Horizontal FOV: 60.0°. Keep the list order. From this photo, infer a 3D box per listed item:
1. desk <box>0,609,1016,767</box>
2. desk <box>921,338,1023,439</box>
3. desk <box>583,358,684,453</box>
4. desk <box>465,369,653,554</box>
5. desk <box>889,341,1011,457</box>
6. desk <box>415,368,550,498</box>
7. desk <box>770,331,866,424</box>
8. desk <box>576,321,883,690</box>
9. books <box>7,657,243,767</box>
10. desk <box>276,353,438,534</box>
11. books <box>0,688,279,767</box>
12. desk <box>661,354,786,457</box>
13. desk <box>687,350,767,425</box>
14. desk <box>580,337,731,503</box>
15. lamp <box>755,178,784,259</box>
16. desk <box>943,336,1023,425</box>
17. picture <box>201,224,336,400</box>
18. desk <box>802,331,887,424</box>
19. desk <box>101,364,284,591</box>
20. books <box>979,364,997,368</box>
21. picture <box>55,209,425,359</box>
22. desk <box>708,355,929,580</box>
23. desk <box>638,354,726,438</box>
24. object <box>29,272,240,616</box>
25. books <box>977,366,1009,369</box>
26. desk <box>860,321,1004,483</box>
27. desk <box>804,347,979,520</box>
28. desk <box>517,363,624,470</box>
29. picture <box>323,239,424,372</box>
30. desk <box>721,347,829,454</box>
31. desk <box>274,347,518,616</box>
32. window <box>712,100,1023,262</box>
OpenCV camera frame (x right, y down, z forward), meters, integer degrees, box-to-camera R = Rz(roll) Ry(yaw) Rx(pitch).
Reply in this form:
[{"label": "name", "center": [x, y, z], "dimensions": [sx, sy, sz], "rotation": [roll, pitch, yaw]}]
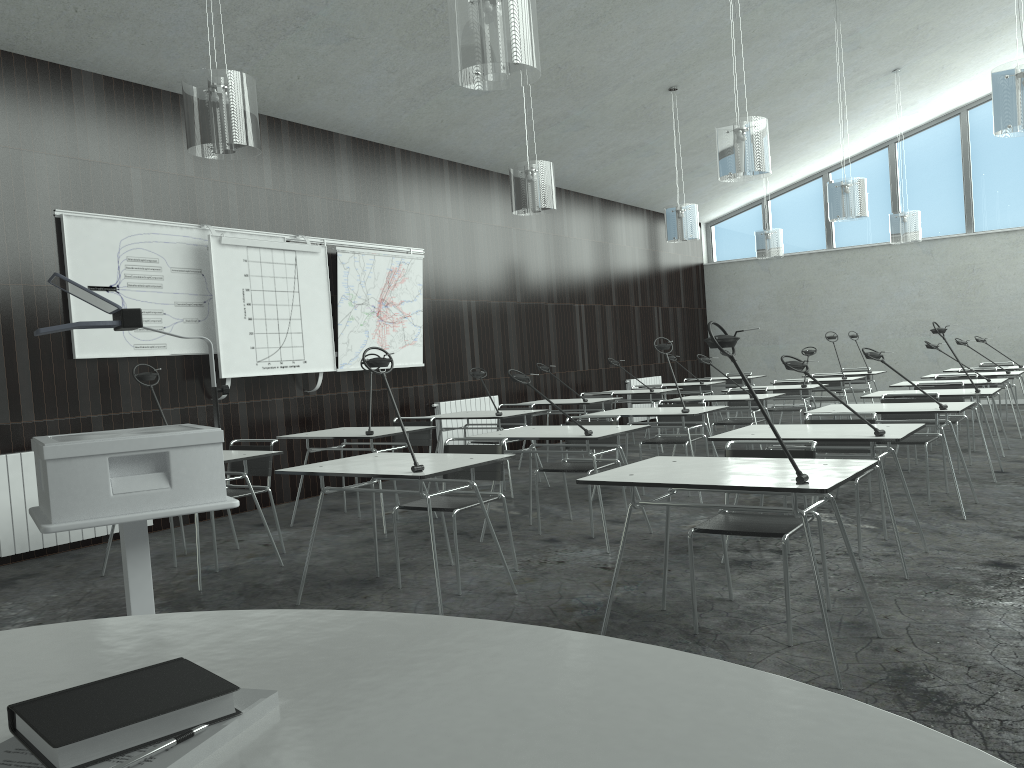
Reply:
[{"label": "desk", "center": [-0.225, 0.808, 0.878], "dimensions": [1.600, 0.818, 0.910], "rotation": [-3, 2, 29]}, {"label": "desk", "center": [4.841, 0.028, 9.302], "dimensions": [0.900, 1.153, 0.700], "rotation": [-2, 2, 34]}, {"label": "desk", "center": [1.359, 0.235, 9.879], "dimensions": [0.900, 1.153, 0.700], "rotation": [-2, 2, 34]}, {"label": "desk", "center": [0.290, 0.457, 5.335], "dimensions": [0.900, 1.153, 0.700], "rotation": [-2, 2, 34]}, {"label": "desk", "center": [3.998, 0.123, 8.101], "dimensions": [0.900, 1.153, 0.700], "rotation": [-2, 2, 34]}, {"label": "desk", "center": [-0.239, 0.421, 7.445], "dimensions": [0.900, 1.153, 0.700], "rotation": [-2, 2, 34]}, {"label": "desk", "center": [3.515, 0.001, 10.164], "dimensions": [0.900, 1.321, 0.700], "rotation": [-2, 2, 34]}, {"label": "desk", "center": [0.797, 0.409, 3.260], "dimensions": [0.900, 1.321, 0.700], "rotation": [-2, 2, 35]}, {"label": "books", "center": [-0.401, 0.374, 0.920], "dimensions": [0.183, 0.032, 0.164], "rotation": [-6, 3, -43]}, {"label": "desk", "center": [-1.092, 0.432, 6.264], "dimensions": [0.900, 1.321, 0.700], "rotation": [-3, 2, 32]}, {"label": "books", "center": [-0.403, 0.401, 0.875], "dimensions": [0.210, 0.021, 0.297], "rotation": [-3, 2, 17]}, {"label": "desk", "center": [1.862, 0.273, 7.782], "dimensions": [0.900, 1.153, 0.700], "rotation": [-2, 2, 34]}, {"label": "desk", "center": [2.985, 0.049, 12.289], "dimensions": [0.900, 1.153, 0.700], "rotation": [-2, 2, 34]}, {"label": "desk", "center": [1.067, 0.280, 6.588], "dimensions": [0.900, 1.321, 0.700], "rotation": [-2, 2, 34]}, {"label": "lamp", "center": [3.394, -2.757, 11.830], "dimensions": [0.350, 1.761, 0.359], "rotation": [-2, 2, 34]}, {"label": "desk", "center": [5.652, -0.065, 10.496], "dimensions": [0.900, 1.153, 0.700], "rotation": [-2, 2, 34]}, {"label": "picture", "center": [-1.962, -0.647, 7.170], "dimensions": [0.254, 1.508, 1.191], "rotation": [-2, 2, 34]}, {"label": "desk", "center": [4.279, -0.090, 11.404], "dimensions": [0.900, 1.321, 0.700], "rotation": [-2, 2, 34]}, {"label": "desk", "center": [-1.862, 0.524, 5.023], "dimensions": [0.900, 1.321, 0.700], "rotation": [-2, 2, 33]}, {"label": "books", "center": [5.555, -0.233, 10.359], "dimensions": [0.183, 0.032, 0.164], "rotation": [-3, 2, 27]}, {"label": "picture", "center": [-1.910, -0.855, 7.453], "dimensions": [0.050, 1.102, 3.818], "rotation": [-2, 2, 34]}, {"label": "desk", "center": [1.546, 0.404, 4.469], "dimensions": [0.900, 1.153, 0.700], "rotation": [-2, 2, 34]}, {"label": "desk", "center": [2.139, 0.144, 11.078], "dimensions": [0.900, 1.153, 0.700], "rotation": [-3, 2, 32]}, {"label": "object", "center": [-1.331, 0.392, 3.167], "dimensions": [0.680, 1.639, 0.559], "rotation": [-5, 2, -32]}, {"label": "books", "center": [5.601, -0.211, 10.372], "dimensions": [0.297, 0.021, 0.210], "rotation": [-4, 2, -3]}, {"label": "desk", "center": [3.239, 0.130, 6.848], "dimensions": [0.900, 1.321, 0.700], "rotation": [-2, 2, 34]}, {"label": "desk", "center": [2.421, 0.307, 5.664], "dimensions": [0.900, 1.153, 0.700], "rotation": [-2, 2, 34]}, {"label": "desk", "center": [0.543, 0.329, 8.680], "dimensions": [0.900, 1.153, 0.700], "rotation": [-2, 2, 33]}, {"label": "picture", "center": [-1.234, -0.793, 8.333], "dimensions": [0.163, 1.342, 1.211], "rotation": [-2, 2, 34]}, {"label": "desk", "center": [2.671, 0.180, 8.970], "dimensions": [0.900, 1.153, 0.700], "rotation": [-3, 2, 32]}, {"label": "desk", "center": [-0.538, 0.467, 4.144], "dimensions": [0.900, 1.321, 0.700], "rotation": [-2, 2, 34]}, {"label": "window", "center": [6.355, -3.962, 13.534], "dimensions": [7.052, 3.041, 0.010], "rotation": [-2, 2, 34]}]
